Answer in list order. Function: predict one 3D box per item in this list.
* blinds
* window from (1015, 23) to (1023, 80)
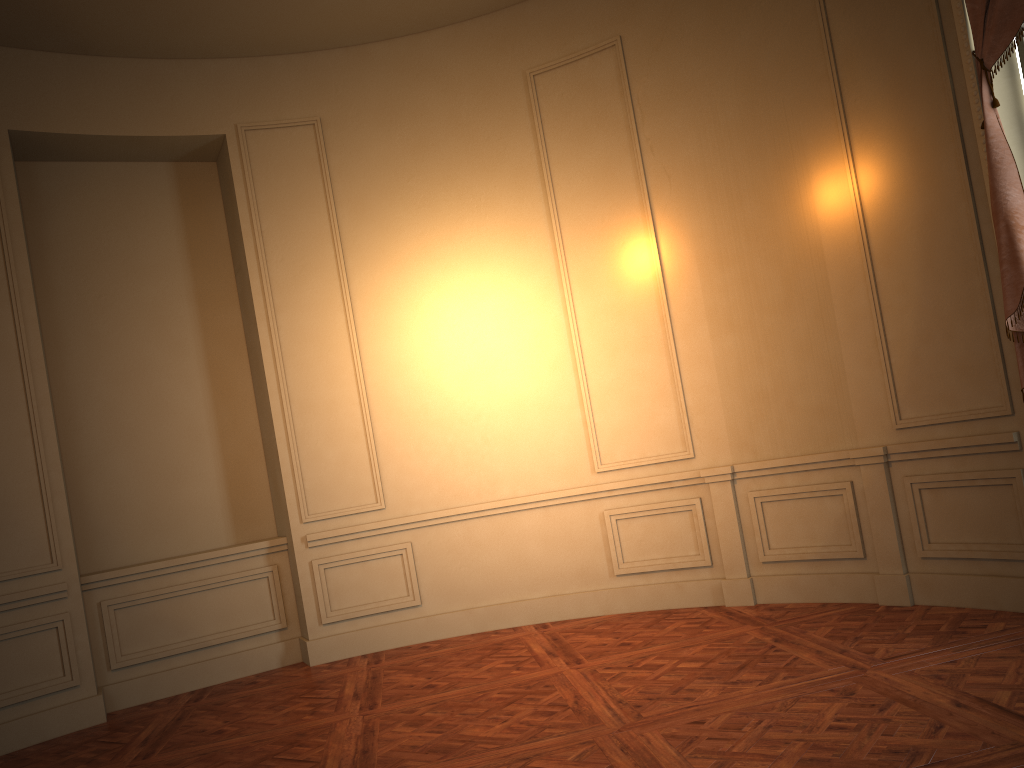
[{"bbox_3d":[2.310,-1.183,3.519,0.287,2.976,1.326,-10,-2,-9],"label":"blinds"},{"bbox_3d":[2.521,-1.284,3.570,0.154,2.835,1.303,-10,-2,-8],"label":"window"}]
